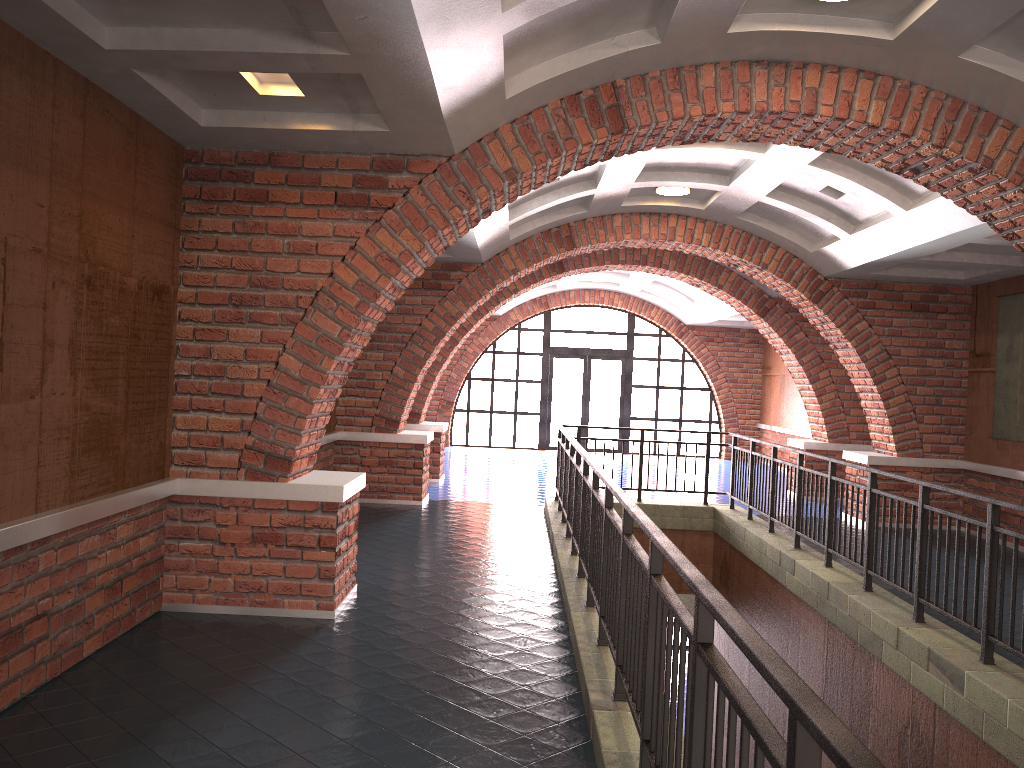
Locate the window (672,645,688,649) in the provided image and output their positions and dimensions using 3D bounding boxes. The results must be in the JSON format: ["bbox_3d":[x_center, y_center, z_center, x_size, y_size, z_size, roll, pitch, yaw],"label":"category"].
[{"bbox_3d":[1.580,4.280,20.496,6.353,3.471,0.100,3,0,0],"label":"window"}]

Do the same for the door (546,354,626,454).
[{"bbox_3d":[1.703,0.452,20.488,1.754,2.236,0.040,3,0,0],"label":"door"}]

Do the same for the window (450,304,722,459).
[{"bbox_3d":[1.782,-0.113,20.479,6.353,3.471,0.100,3,0,0],"label":"window"}]

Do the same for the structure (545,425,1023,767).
[{"bbox_3d":[1.518,3.419,5.958,2.464,5.665,11.177,3,0,0],"label":"structure"}]
